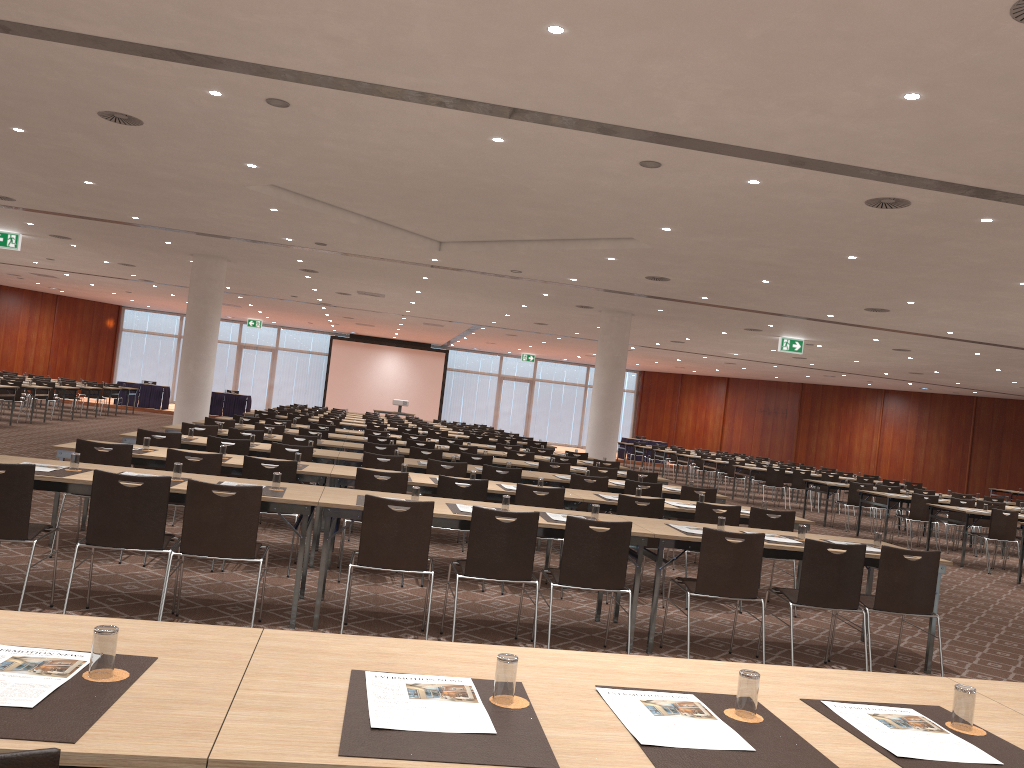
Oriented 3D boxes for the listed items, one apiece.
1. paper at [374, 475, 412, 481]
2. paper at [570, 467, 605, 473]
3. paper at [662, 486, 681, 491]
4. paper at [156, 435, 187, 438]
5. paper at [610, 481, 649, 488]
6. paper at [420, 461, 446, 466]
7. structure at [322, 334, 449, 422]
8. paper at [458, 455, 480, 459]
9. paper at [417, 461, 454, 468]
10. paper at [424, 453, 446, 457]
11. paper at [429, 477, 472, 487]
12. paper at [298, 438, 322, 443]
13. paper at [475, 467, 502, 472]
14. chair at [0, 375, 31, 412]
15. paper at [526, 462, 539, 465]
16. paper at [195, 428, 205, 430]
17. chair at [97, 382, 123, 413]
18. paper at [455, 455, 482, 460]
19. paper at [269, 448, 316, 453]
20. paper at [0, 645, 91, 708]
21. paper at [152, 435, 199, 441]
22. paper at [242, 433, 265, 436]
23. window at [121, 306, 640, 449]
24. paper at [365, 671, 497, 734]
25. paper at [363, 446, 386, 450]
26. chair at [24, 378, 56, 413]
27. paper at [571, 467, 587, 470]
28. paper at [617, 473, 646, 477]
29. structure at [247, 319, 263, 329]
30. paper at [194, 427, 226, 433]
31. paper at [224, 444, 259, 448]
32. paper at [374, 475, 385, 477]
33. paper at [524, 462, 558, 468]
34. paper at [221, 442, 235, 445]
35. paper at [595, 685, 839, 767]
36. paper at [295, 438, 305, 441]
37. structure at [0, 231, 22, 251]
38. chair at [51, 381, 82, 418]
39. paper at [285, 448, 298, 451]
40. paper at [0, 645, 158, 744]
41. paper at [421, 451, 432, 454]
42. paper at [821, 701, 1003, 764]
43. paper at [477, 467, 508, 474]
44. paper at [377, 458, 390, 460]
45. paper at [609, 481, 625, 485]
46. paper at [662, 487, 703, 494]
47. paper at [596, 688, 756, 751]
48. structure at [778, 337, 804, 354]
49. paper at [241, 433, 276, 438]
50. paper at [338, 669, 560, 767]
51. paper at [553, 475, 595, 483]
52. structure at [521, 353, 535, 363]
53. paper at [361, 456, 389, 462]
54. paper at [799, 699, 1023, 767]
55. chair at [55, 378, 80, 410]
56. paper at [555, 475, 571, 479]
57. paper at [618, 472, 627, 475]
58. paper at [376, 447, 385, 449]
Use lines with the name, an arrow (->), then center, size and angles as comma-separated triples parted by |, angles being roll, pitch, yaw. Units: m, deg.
paper -> -1.150, 0.835, 8.072 | 0.460, 0.003, 0.565 | 7, -2, -9
paper -> 1.057, 1.213, 12.495 | 0.460, 0.003, 0.565 | 7, -2, -10
paper -> 1.975, 1.264, 10.687 | 0.284, 0.006, 0.398 | 7, -2, -12
paper -> -3.751, 0.578, 9.741 | 0.283, 0.006, 0.398 | 7, -2, -7
paper -> 1.395, 1.197, 10.527 | 0.460, 0.003, 0.565 | 7, -2, -8
paper -> -0.908, 0.919, 10.212 | 0.283, 0.006, 0.398 | 7, -2, -10
structure -> -5.504, -0.236, 38.796 | 5.159, 3.525, 0.395 | 7, -1, -9
paper -> -0.602, 1.012, 12.289 | 0.283, 0.006, 0.398 | 7, -2, -9
paper -> -0.852, 0.928, 10.176 | 0.460, 0.003, 0.565 | 7, -2, -7
paper -> -1.152, 0.947, 12.109 | 0.460, 0.003, 0.565 | 7, -2, -9
paper -> -0.510, 0.912, 8.183 | 0.460, 0.003, 0.565 | 7, -2, -10
paper -> -2.771, 0.754, 11.868 | 0.460, 0.003, 0.565 | 7, -2, -9
paper -> -0.272, 0.994, 10.300 | 0.283, 0.006, 0.398 | 7, -2, -10
chair -> -13.085, 0.254, 23.454 | 0.536, 0.939, 0.614 | 7, -1, -9
paper -> 0.365, 1.127, 12.442 | 0.283, 0.006, 0.398 | 7, -2, -10
paper -> -4.064, 0.597, 11.724 | 0.283, 0.006, 0.398 | 7, -2, -9
chair -> -12.416, 0.443, 27.476 | 0.536, 0.939, 0.614 | 7, -1, -9
paper -> -0.538, 1.021, 12.235 | 0.460, 0.003, 0.565 | 7, -2, -11
paper -> -2.444, 0.737, 9.899 | 0.460, 0.003, 0.565 | 7, -2, -8
paper -> -1.160, 0.662, 2.034 | 0.283, 0.006, 0.398 | 7, -2, -6
paper -> -3.705, 0.585, 9.667 | 0.460, 0.003, 0.565 | 7, -2, -10
paper -> -3.445, 0.671, 11.821 | 0.283, 0.006, 0.398 | 7, -2, -10
window -> -5.510, -0.034, 39.406 | 22.966, 3.871, 0.217 | 7, -1, -9
paper -> -0.211, 0.776, 2.175 | 0.283, 0.006, 0.398 | 7, -2, -11
paper -> -1.784, 0.872, 12.030 | 0.460, 0.003, 0.565 | 7, -2, -8
chair -> -12.465, 0.327, 23.496 | 0.536, 0.939, 0.614 | 7, -1, -7
paper -> 0.996, 1.203, 12.543 | 0.284, 0.006, 0.398 | 7, -2, -12
paper -> 1.686, 1.288, 12.587 | 0.460, 0.003, 0.565 | 7, -2, -11
structure -> -10.590, -2.479, 36.490 | 0.587, 0.346, 0.105 | 7, -1, -9
paper -> -4.016, 0.605, 11.659 | 0.460, 0.003, 0.565 | 7, -2, -9
paper -> -3.069, 0.663, 9.821 | 0.460, 0.003, 0.565 | 7, -2, -6
paper -> -1.224, 0.825, 8.145 | 0.283, 0.006, 0.398 | 7, -2, -8
paper -> 0.442, 1.139, 12.404 | 0.460, 0.003, 0.565 | 7, -2, -9
paper -> -3.116, 0.654, 9.851 | 0.283, 0.006, 0.398 | 7, -2, -10
paper -> 0.499, 0.863, 2.220 | 0.460, 0.003, 0.565 | 7, -2, -8
paper -> -2.817, 0.746, 11.906 | 0.283, 0.006, 0.398 | 7, -2, -8
structure -> -10.478, -2.971, 18.328 | 0.587, 0.346, 0.105 | 7, -1, -9
chair -> -11.778, 0.407, 23.527 | 0.536, 0.939, 0.614 | 7, -1, -7
paper -> -2.482, 0.730, 9.951 | 0.284, 0.006, 0.398 | 7, -2, -12
paper -> -1.103, 0.671, 1.967 | 0.460, 0.003, 0.565 | 7, -2, -6
paper -> -1.208, 0.939, 12.184 | 0.283, 0.006, 0.398 | 7, -2, -11
paper -> 1.052, 0.927, 2.372 | 0.283, 0.006, 0.398 | 7, -2, -7
paper -> -0.184, 1.008, 10.279 | 0.460, 0.003, 0.565 | 7, -2, -7
paper -> -1.525, 0.845, 10.126 | 0.283, 0.006, 0.398 | 7, -2, -10
paper -> 1.336, 1.187, 10.570 | 0.284, 0.006, 0.398 | 7, -2, -12
paper -> 2.048, 1.275, 10.644 | 0.460, 0.003, 0.565 | 7, -2, -6
paper -> 0.402, 0.849, 2.260 | 0.283, 0.006, 0.398 | 7, -2, -10
structure -> 6.654, -0.918, 21.153 | 0.587, 0.346, 0.105 | 7, -1, -9
paper -> -3.389, 0.680, 11.771 | 0.460, 0.003, 0.565 | 7, -2, -9
paper -> -0.163, 0.783, 2.106 | 0.460, 0.003, 0.565 | 7, -2, -8
paper -> 0.755, 1.120, 10.422 | 0.460, 0.003, 0.565 | 7, -2, -10
structure -> 0.697, -1.126, 38.352 | 0.587, 0.346, 0.105 | 7, -1, -9
paper -> -1.470, 0.853, 10.054 | 0.460, 0.003, 0.565 | 7, -2, -8
paper -> 1.111, 0.936, 2.332 | 0.460, 0.003, 0.565 | 7, -2, -11
chair -> -13.648, 0.295, 27.272 | 0.536, 0.939, 0.614 | 7, -1, -11
paper -> 0.679, 1.109, 10.477 | 0.283, 0.006, 0.398 | 7, -2, -8
paper -> 1.647, 1.282, 12.675 | 0.283, 0.006, 0.398 | 7, -2, -8
paper -> -1.869, 0.860, 12.098 | 0.283, 0.006, 0.398 | 7, -2, -8
